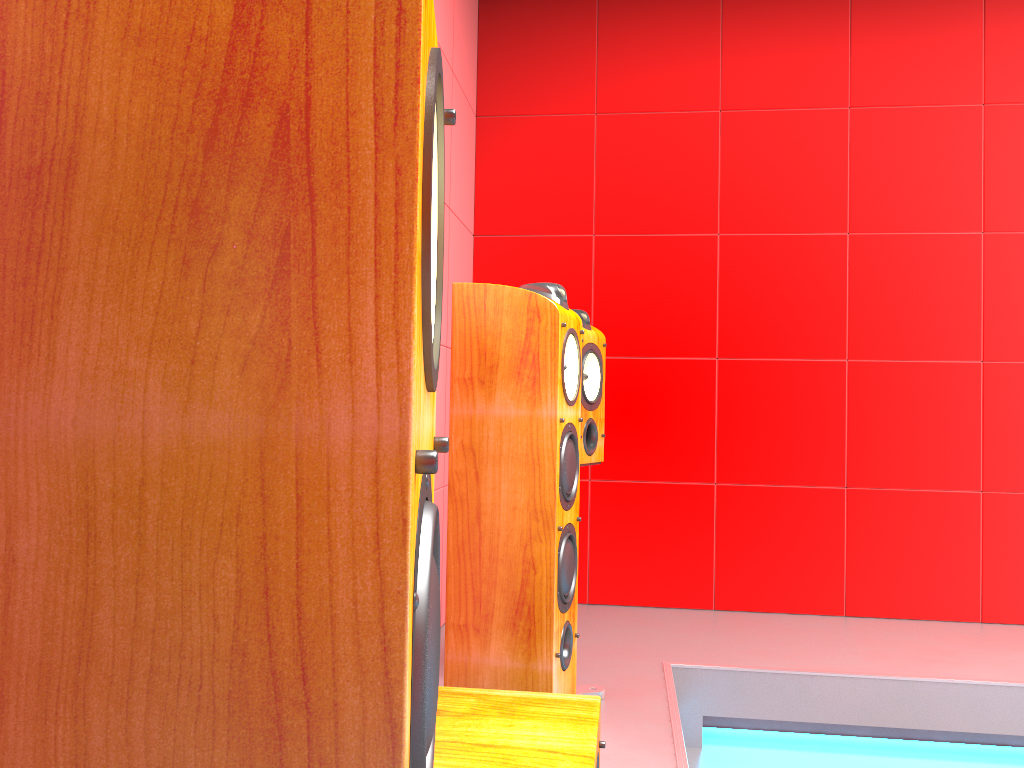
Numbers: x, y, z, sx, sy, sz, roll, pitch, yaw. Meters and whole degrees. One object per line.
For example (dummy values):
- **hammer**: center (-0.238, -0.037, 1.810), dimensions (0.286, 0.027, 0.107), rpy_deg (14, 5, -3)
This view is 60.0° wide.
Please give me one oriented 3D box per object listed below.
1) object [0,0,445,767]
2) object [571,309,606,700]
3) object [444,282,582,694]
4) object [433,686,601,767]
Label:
- **object**: center (-0.157, 0.268, 0.419), dimensions (0.238, 1.052, 0.203), rpy_deg (1, -2, -3)
- **object**: center (0.104, 0.325, 2.416), dimensions (0.265, 1.058, 0.231), rpy_deg (0, -2, 27)
- **object**: center (0.010, 0.311, 1.874), dimensions (0.238, 1.052, 0.203), rpy_deg (1, -2, 17)
- **object**: center (-0.063, 0.636, 1.161), dimensions (0.360, 0.360, 0.360), rpy_deg (1, -2, 7)
